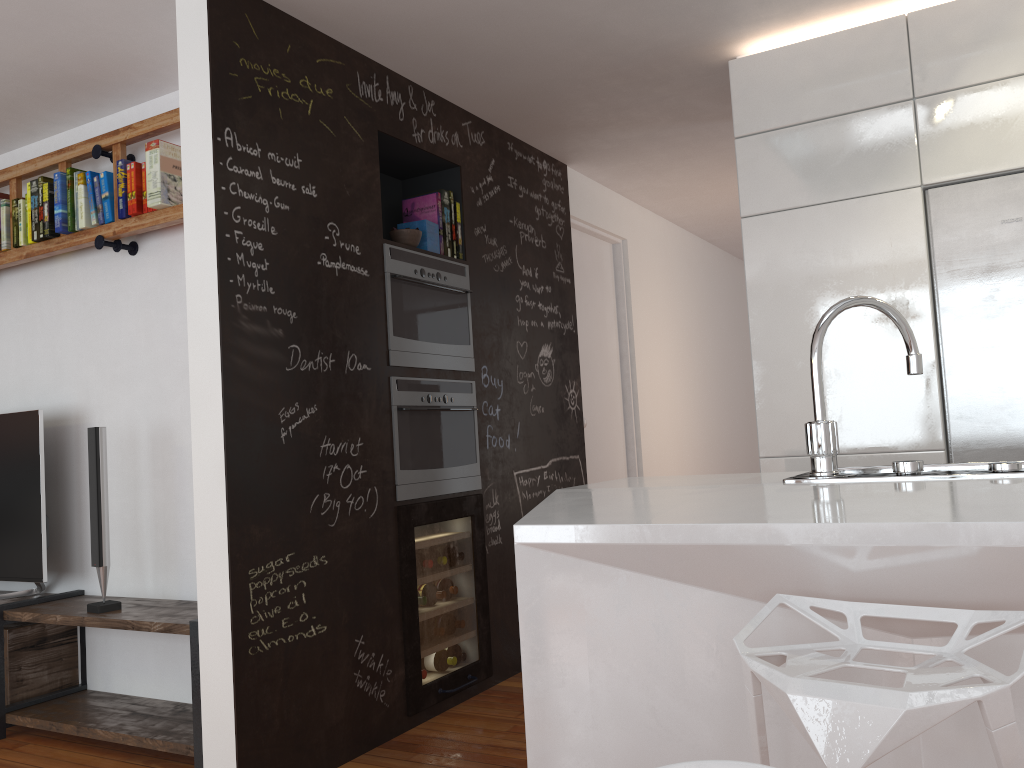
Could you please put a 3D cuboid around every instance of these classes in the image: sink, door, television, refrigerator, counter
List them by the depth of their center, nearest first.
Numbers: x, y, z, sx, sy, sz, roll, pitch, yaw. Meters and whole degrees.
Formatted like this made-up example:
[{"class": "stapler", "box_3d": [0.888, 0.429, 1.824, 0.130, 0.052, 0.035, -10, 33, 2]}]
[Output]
[{"class": "counter", "box_3d": [1.116, 0.610, 1.547, 2.289, 0.903, 0.956, -6, -4, 30]}, {"class": "sink", "box_3d": [0.894, 0.082, 1.978, 0.492, 0.570, 0.459, -6, -4, 30]}, {"class": "refrigerator", "box_3d": [1.972, 0.175, 2.750, 1.119, 1.811, 0.142, -6, -4, 30]}, {"class": "television", "box_3d": [-2.431, 0.548, 3.932, 1.230, 0.786, 0.298, -6, -4, 30]}, {"class": "door", "box_3d": [0.513, 0.209, 5.133, 0.120, 2.236, 0.823, -6, -4, 30]}]

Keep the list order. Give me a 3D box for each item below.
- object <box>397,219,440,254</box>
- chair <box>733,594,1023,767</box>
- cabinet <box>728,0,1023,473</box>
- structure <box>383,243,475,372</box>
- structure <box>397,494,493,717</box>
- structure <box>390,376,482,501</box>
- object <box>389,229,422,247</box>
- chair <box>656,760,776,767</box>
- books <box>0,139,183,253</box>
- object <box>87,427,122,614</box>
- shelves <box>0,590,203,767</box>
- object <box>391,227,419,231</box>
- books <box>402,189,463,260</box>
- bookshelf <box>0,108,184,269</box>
[{"class": "object", "box_3d": [-0.389, -0.599, 3.701, 0.136, 0.136, 0.110, -5, -4, 23]}, {"class": "chair", "box_3d": [0.477, 0.691, 1.128, 0.492, 0.765, 0.428, -6, -5, 40]}, {"class": "cabinet", "box_3d": [2.179, -0.153, 3.167, 2.404, 2.506, 0.946, -6, -4, 30]}, {"class": "structure", "box_3d": [-0.305, -0.293, 3.565, 0.052, 0.462, 0.585, -6, -4, 30]}, {"class": "structure", "box_3d": [-0.231, 0.837, 3.487, 0.081, 0.763, 0.582, -6, -4, 30]}, {"class": "structure", "box_3d": [-0.275, 0.208, 3.532, 0.052, 0.462, 0.585, -6, -4, 30]}, {"class": "object", "box_3d": [-0.426, -0.572, 3.556, 0.132, 0.069, 0.132, -2, -4, -27]}, {"class": "chair", "box_3d": [0.142, 0.699, 0.579, 0.577, 0.710, 0.505, -5, -4, 20]}, {"class": "books", "box_3d": [-1.244, -1.635, 3.696, 5.671, 1.974, 0.733, -5, -4, 19]}, {"class": "object", "box_3d": [-1.546, 0.506, 3.342, 0.089, 0.687, 0.089, -6, -5, 40]}, {"class": "shelves", "box_3d": [-2.400, 1.171, 3.889, 3.473, 0.506, 0.414, -6, -4, 30]}, {"class": "object", "box_3d": [-0.419, -0.607, 3.555, 0.077, 0.042, 0.116, -7, -5, 43]}, {"class": "books", "box_3d": [-0.356, -0.674, 3.850, 0.230, 0.303, 0.152, -6, -4, 30]}, {"class": "bookshelf", "box_3d": [-2.483, -0.678, 4.100, 2.983, 0.465, 0.161, -6, -4, 30]}]
